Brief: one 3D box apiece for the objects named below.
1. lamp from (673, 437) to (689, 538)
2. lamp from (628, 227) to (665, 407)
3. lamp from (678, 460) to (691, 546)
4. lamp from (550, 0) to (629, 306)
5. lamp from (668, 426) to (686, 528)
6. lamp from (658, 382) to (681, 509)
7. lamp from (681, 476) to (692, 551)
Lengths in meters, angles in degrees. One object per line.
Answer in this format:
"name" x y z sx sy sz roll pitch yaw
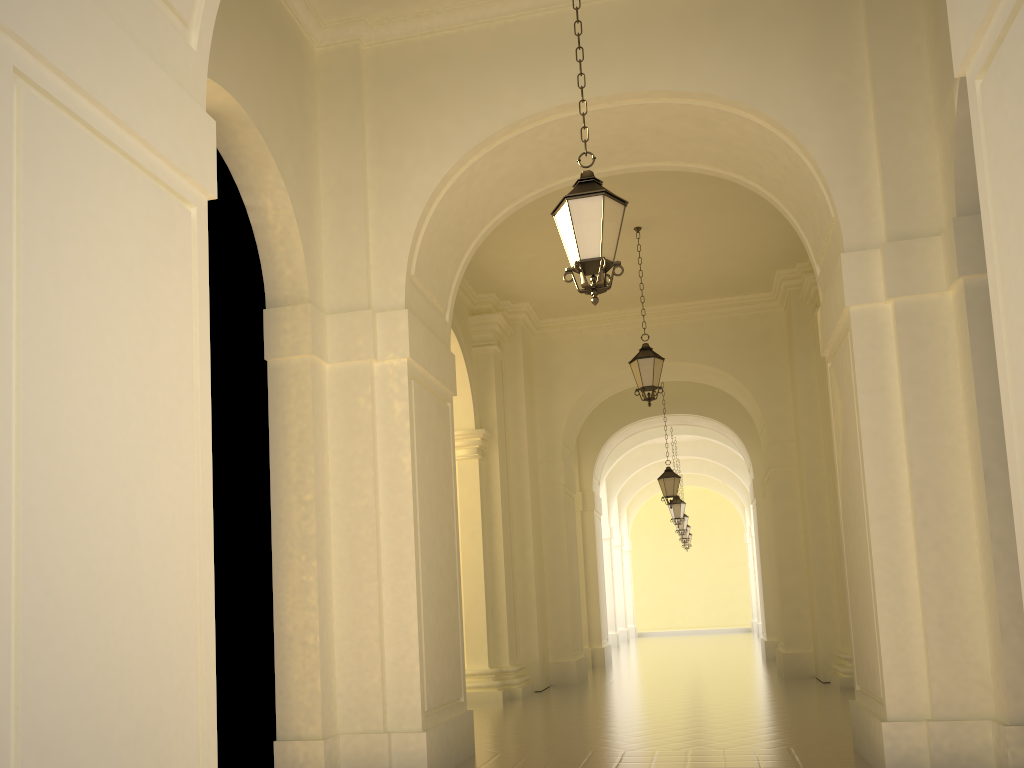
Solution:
"lamp" 5.147 3.133 27.080 0.511 3.255 0.448 -4 -6 12
"lamp" 1.823 -0.934 12.130 0.447 2.523 0.513 -8 -8 42
"lamp" 5.968 4.050 30.803 0.511 3.255 0.448 -4 -6 12
"lamp" 0.450 -2.117 5.776 0.442 3.255 0.519 -1 -6 -18
"lamp" 4.311 2.198 23.287 0.511 3.255 0.448 -4 -6 12
"lamp" 3.227 0.987 18.373 0.442 3.255 0.519 -1 -6 -18
"lamp" 6.784 4.962 34.504 0.511 3.255 0.448 -4 -6 12
